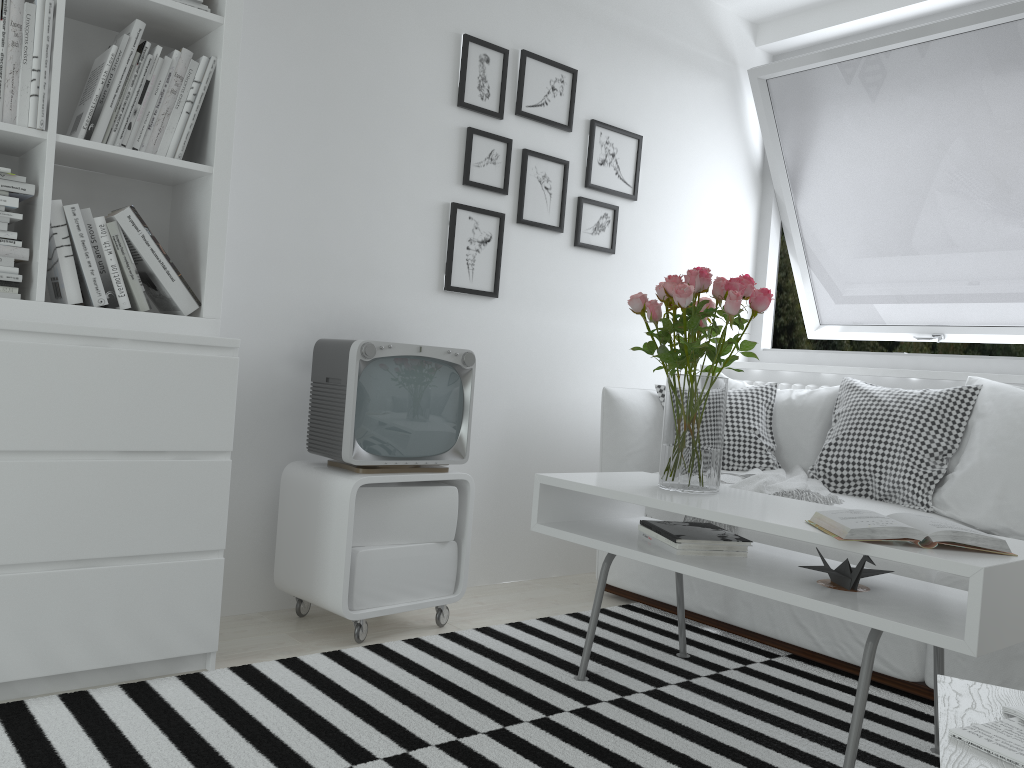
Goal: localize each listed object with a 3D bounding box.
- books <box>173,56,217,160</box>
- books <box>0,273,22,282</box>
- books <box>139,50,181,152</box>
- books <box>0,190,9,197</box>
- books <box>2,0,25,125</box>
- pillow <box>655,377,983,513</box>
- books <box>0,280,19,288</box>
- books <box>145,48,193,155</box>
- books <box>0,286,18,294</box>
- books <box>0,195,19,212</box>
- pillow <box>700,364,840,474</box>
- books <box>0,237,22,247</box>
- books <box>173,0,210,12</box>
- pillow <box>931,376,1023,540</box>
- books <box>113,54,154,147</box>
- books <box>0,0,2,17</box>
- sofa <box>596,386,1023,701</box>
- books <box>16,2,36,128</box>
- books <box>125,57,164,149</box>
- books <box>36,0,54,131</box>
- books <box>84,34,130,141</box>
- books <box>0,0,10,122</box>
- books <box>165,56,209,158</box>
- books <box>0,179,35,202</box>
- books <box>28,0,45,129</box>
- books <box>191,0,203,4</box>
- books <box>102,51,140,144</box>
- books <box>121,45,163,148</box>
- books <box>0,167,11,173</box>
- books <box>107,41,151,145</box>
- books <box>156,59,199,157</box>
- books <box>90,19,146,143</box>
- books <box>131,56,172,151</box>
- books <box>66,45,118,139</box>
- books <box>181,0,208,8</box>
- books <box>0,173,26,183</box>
[{"bbox_3d":[-0.851,-0.698,2.302,0.090,0.282,0.182,4,1,-40],"label":"books"},{"bbox_3d":[-1.276,-0.251,1.983,0.288,0.016,0.182,4,1,-40],"label":"books"},{"bbox_3d":[-0.933,-0.703,2.270,0.090,0.282,0.182,4,1,-40],"label":"books"},{"bbox_3d":[-1.283,-0.439,1.979,0.254,0.013,0.161,4,1,-40],"label":"books"},{"bbox_3d":[-1.160,-0.727,2.032,0.028,0.296,0.180,4,1,-40],"label":"books"},{"bbox_3d":[1.491,0.227,2.643,0.676,0.513,2.488,4,1,-38],"label":"pillow"},{"bbox_3d":[-1.319,-0.240,2.014,0.312,0.012,0.251,4,1,-39],"label":"books"},{"bbox_3d":[-0.913,-0.708,2.285,0.103,0.293,0.180,4,1,-40],"label":"books"},{"bbox_3d":[-1.317,-0.227,2.006,0.308,0.014,0.232,4,1,-42],"label":"books"},{"bbox_3d":[-1.273,-0.421,1.981,0.273,0.021,0.174,4,1,-40],"label":"books"},{"bbox_3d":[1.016,0.188,3.472,0.617,0.491,0.321,5,1,24],"label":"pillow"},{"bbox_3d":[-1.288,-0.334,2.003,0.288,0.016,0.182,4,1,-40],"label":"books"},{"bbox_3d":[-0.927,-0.947,2.219,0.288,0.016,0.182,4,1,-35],"label":"books"},{"bbox_3d":[1.602,0.232,2.728,0.391,0.505,0.599,4,1,-40],"label":"pillow"},{"bbox_3d":[-0.966,-0.689,2.211,0.078,0.249,0.161,4,1,-40],"label":"books"},{"bbox_3d":[-1.190,-0.725,2.008,0.016,0.288,0.182,4,1,-40],"label":"books"},{"bbox_3d":[1.441,0.487,2.621,0.917,0.768,2.647,4,1,-40],"label":"sofa"},{"bbox_3d":[-1.132,-0.714,2.035,0.021,0.273,0.174,4,1,-40],"label":"books"},{"bbox_3d":[-0.948,-0.688,2.229,0.077,0.248,0.161,4,1,-40],"label":"books"},{"bbox_3d":[-1.098,-0.719,2.048,0.016,0.288,0.182,4,1,-40],"label":"books"},{"bbox_3d":[-1.014,-0.708,2.169,0.085,0.278,0.159,4,1,-40],"label":"books"},{"bbox_3d":[-1.178,-0.725,2.018,0.016,0.288,0.182,4,1,-40],"label":"books"},{"bbox_3d":[-0.874,-0.701,2.304,0.090,0.282,0.182,4,1,-40],"label":"books"},{"bbox_3d":[-1.272,-0.456,1.987,0.331,0.025,0.176,4,1,-40],"label":"books"},{"bbox_3d":[-1.117,-0.722,2.047,0.016,0.288,0.182,4,1,-40],"label":"books"},{"bbox_3d":[-0.937,-0.983,2.223,0.273,0.021,0.174,4,1,-35],"label":"books"},{"bbox_3d":[-0.994,-0.691,2.199,0.078,0.248,0.161,4,1,-40],"label":"books"},{"bbox_3d":[-0.958,-0.703,2.228,0.085,0.278,0.159,4,1,-40],"label":"books"},{"bbox_3d":[-1.275,-0.489,1.974,0.254,0.012,0.161,4,1,-40],"label":"books"},{"bbox_3d":[-0.989,-0.707,2.222,0.090,0.282,0.182,4,1,-40],"label":"books"},{"bbox_3d":[-0.895,-0.694,2.295,0.091,0.269,0.174,4,1,-40],"label":"books"},{"bbox_3d":[-0.998,-0.729,2.193,0.109,0.325,0.176,4,1,-40],"label":"books"},{"bbox_3d":[-0.940,-0.692,2.246,0.085,0.258,0.167,4,1,-40],"label":"books"},{"bbox_3d":[-1.031,-0.692,2.161,0.077,0.248,0.161,4,1,-40],"label":"books"},{"bbox_3d":[-0.940,-0.964,2.228,0.288,0.016,0.182,4,1,-40],"label":"books"},{"bbox_3d":[-1.262,-0.475,1.981,0.285,0.012,0.159,4,1,-40],"label":"books"}]
